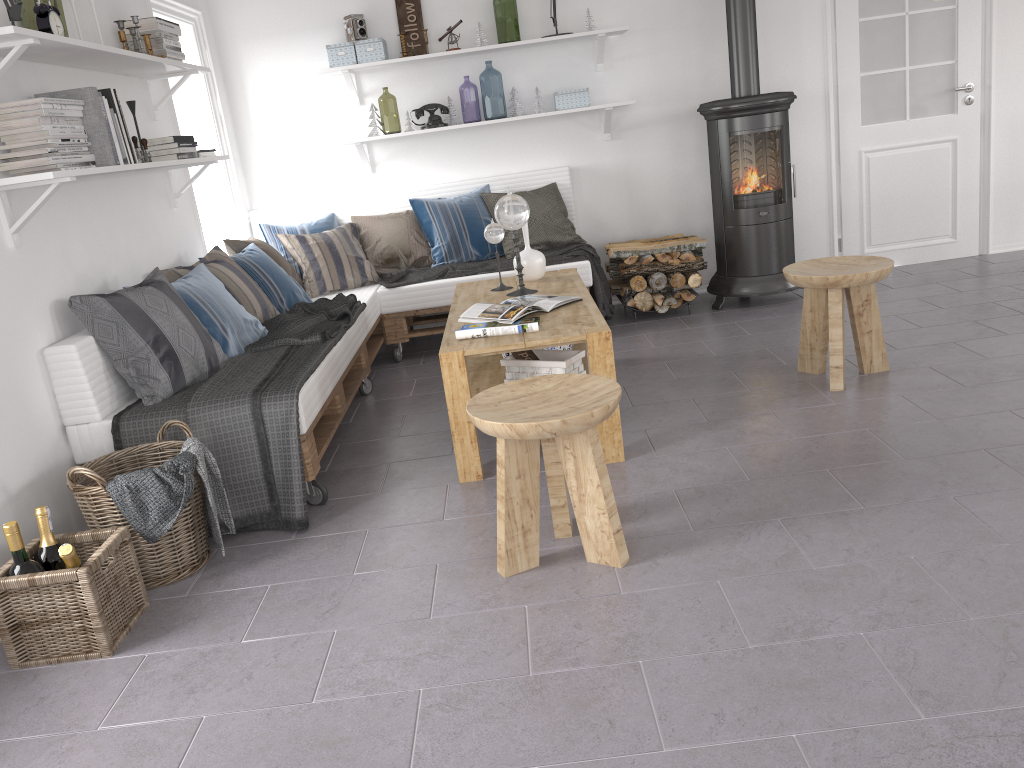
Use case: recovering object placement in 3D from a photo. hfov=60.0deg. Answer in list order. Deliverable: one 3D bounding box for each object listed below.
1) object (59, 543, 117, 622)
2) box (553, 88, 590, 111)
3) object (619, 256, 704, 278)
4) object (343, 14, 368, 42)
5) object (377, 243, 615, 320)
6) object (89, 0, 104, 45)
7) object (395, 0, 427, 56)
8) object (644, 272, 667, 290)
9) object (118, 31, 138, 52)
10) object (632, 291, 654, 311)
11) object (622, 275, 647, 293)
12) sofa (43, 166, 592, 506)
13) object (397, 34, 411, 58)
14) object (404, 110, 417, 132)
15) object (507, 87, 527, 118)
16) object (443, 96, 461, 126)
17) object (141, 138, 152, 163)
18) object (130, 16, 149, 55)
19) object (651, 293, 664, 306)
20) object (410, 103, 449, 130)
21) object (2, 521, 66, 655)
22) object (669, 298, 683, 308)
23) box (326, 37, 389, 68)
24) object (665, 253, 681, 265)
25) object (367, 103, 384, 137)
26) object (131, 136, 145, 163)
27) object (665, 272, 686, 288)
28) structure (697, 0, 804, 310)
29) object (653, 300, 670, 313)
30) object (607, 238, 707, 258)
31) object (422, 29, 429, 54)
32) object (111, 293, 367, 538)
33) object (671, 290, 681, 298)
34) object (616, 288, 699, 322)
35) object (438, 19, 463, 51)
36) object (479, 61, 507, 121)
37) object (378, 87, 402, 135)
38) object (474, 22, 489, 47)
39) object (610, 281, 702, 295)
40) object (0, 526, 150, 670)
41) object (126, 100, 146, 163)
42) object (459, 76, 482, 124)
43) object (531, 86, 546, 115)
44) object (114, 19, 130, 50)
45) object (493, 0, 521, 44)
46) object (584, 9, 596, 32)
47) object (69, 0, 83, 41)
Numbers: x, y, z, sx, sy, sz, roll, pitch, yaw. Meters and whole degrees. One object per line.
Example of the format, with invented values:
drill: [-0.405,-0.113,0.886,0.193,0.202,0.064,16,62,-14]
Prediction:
object: [-1.164,0.542,2.418,0.095,0.332,0.284,-14,17,-19]
box: [0.359,-1.710,5.337,0.202,0.110,0.137,-8,16,1]
object: [0.873,-0.686,5.194,0.480,0.104,0.126,-7,16,3]
object: [-0.914,-2.098,5.238,0.121,0.157,0.117,-21,20,-38]
object: [-0.123,-0.521,5.264,1.449,0.508,0.716,-11,16,-9]
object: [-1.629,-1.408,3.491,0.084,0.256,0.084,-17,18,-29]
object: [-0.609,-2.185,5.286,0.154,0.480,0.053,-6,16,6]
object: [0.841,-0.662,5.398,0.110,0.109,0.463,-8,16,-1]
object: [-1.498,-1.317,3.423,0.088,0.085,0.088,-1,17,23]
object: [0.785,-0.547,5.455,0.118,0.142,0.520,-7,16,4]
object: [0.728,-0.652,5.424,0.103,0.107,0.516,-8,16,0]
sofa: [-0.555,-0.404,4.345,2.017,0.932,2.855,-8,16,1]
object: [-0.637,-1.991,5.217,0.085,0.152,0.085,-1,18,24]
object: [-0.614,-1.568,5.281,0.072,0.124,0.068,-12,16,-14]
object: [0.020,-1.708,5.363,0.103,0.178,0.097,-19,19,-34]
object: [-0.373,-1.655,5.375,0.127,0.176,0.007,-6,16,6]
object: [-1.480,-0.942,3.589,0.032,0.102,0.058,-9,16,-4]
object: [-1.507,-1.402,3.588,0.066,0.160,0.066,-11,16,-12]
object: [0.855,-0.553,5.418,0.057,0.050,0.561,-8,16,1]
object: [-0.492,-1.611,5.340,0.203,0.146,0.171,-1,18,24]
object: [-1.288,0.544,2.370,0.095,0.377,0.095,4,20,36]
object: [0.976,-0.545,5.453,0.096,0.067,0.467,-8,16,1]
box: [-0.911,-1.958,5.274,0.332,0.131,0.242,-8,16,1]
object: [0.932,-0.773,5.322,0.059,0.048,0.529,-8,16,1]
object: [-0.823,-1.590,5.330,0.113,0.195,0.107,-6,16,8]
object: [-1.529,-0.952,3.617,0.032,0.117,0.058,-5,16,12]
object: [0.945,-0.666,5.399,0.102,0.102,0.561,-8,16,0]
structure: [1.153,-2.851,4.771,0.643,4.887,0.626,-15,17,-22]
object: [0.878,-0.520,5.440,0.095,0.063,0.562,-7,16,2]
object: [0.848,-0.795,5.192,0.571,0.079,0.115,-7,16,2]
object: [-0.503,-2.012,5.232,0.052,0.148,0.052,-20,20,-36]
object: [-1.014,0.021,3.783,0.685,0.533,1.892,-8,16,0]
object: [0.968,-0.579,5.411,0.046,0.033,0.425,-8,16,1]
object: [0.883,-0.511,5.464,0.456,0.118,0.478,-8,16,1]
object: [-0.360,-2.044,5.235,0.092,0.172,0.177,-17,18,-30]
object: [-0.118,-1.748,5.282,0.137,0.335,0.137,-11,16,-9]
object: [-0.736,-1.633,5.301,0.111,0.270,0.111,-2,17,18]
object: [-0.184,-2.043,5.187,0.075,0.147,0.075,-18,19,-31]
object: [0.871,-0.590,5.365,0.539,0.070,0.101,-7,16,2]
object: [-1.215,0.587,2.450,0.276,0.270,0.276,-8,16,1]
object: [-1.562,-1.048,3.709,0.085,0.259,0.085,-17,18,-29]
object: [-0.254,-1.700,5.300,0.111,0.270,0.111,-2,17,18]
object: [0.153,-1.709,5.333,0.088,0.161,0.093,-5,16,10]
object: [-1.554,-1.382,3.552,0.055,0.153,0.055,-14,17,-20]
object: [-0.040,-2.200,5.172,0.136,0.415,0.136,3,19,33]
object: [0.454,-2.136,5.211,0.073,0.142,0.072,3,19,32]
object: [-1.674,-1.382,3.421,0.084,0.256,0.084,-17,18,-29]
